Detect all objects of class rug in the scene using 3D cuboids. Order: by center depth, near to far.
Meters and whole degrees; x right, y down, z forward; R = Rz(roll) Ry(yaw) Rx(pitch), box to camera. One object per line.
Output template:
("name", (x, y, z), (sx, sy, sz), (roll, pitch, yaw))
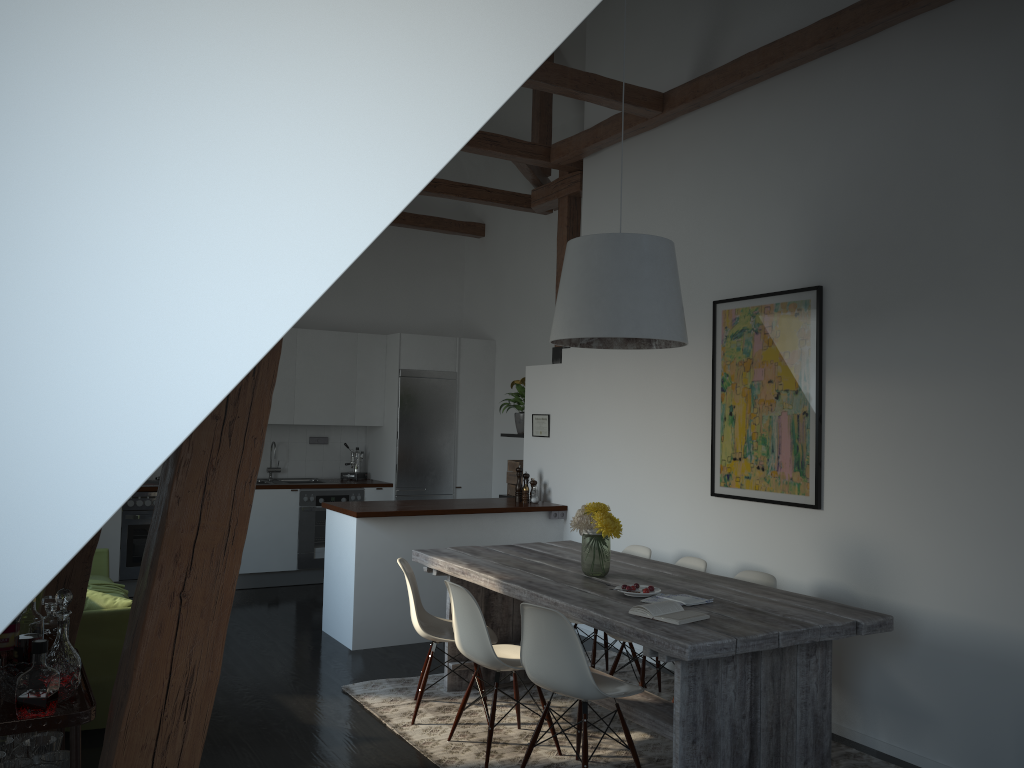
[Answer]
("rug", (0.502, 1.737, 4.392), (1.898, 0.022, 2.677), (3, -3, -30))

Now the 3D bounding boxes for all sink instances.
("sink", (-2.193, 0.807, 8.330), (0.963, 0.519, 0.671), (3, -3, -30))

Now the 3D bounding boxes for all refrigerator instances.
("refrigerator", (-0.845, 0.800, 8.649), (0.609, 1.868, 0.031), (3, -3, -30))

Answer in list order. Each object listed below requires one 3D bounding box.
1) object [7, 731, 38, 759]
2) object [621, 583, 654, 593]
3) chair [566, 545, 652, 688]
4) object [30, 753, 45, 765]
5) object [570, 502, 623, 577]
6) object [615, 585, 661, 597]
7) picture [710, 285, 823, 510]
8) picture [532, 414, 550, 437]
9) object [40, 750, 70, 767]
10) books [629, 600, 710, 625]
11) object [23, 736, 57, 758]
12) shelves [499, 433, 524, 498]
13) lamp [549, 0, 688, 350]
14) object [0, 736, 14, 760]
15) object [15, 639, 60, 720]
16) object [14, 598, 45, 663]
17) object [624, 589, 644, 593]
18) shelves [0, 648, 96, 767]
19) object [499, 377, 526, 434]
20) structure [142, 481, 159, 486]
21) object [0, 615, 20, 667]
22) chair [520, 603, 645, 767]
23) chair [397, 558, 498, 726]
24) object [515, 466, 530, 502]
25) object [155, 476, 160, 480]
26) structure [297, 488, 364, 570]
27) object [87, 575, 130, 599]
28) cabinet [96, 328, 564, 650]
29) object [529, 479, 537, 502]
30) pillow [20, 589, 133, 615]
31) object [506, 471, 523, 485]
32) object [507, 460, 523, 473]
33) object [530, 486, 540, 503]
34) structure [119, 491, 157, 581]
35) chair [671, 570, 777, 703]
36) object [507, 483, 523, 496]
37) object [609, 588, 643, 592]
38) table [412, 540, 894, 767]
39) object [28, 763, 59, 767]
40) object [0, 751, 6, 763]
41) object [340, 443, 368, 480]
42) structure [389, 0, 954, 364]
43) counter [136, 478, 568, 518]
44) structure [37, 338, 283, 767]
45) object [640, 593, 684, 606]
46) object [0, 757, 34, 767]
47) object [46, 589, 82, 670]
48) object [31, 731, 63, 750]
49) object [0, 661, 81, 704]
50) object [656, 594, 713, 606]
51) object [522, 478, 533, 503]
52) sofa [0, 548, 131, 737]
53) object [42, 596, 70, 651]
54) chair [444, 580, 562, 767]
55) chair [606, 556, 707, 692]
("object", (-1.593, 1.167, 2.885), (0.095, 0.119, 0.095), (1, -2, 22))
("object", (0.574, 0.923, 4.006), (0.144, 0.034, 0.132), (0, -3, 32))
("chair", (0.558, 1.382, 5.301), (0.542, 0.801, 0.465), (3, -3, -29))
("object", (-1.405, 1.173, 2.657), (0.092, 0.099, 0.092), (0, -3, 37))
("object", (0.424, 0.776, 4.450), (0.293, 0.365, 0.233), (0, -3, 31))
("object", (0.567, 0.934, 3.991), (0.205, 0.024, 0.205), (3, -3, -38))
("picture", (1.422, 0.078, 5.024), (0.036, 1.181, 0.808), (3, -3, -30))
("picture", (0.231, 0.332, 7.069), (0.023, 0.182, 0.250), (3, -3, -30))
("object", (-1.307, 1.143, 2.541), (0.087, 0.155, 0.087), (0, -3, 32))
("books", (0.630, 0.910, 3.558), (0.202, 0.042, 0.251), (4, -3, -42))
("object", (-1.464, 1.164, 2.747), (0.095, 0.119, 0.095), (1, -2, 22))
("shelves", (0.281, 0.711, 7.617), (0.660, 0.553, 0.408), (3, -3, -30))
("lamp", (0.583, -1.605, 4.567), (0.697, 2.813, 0.757), (1, -2, 20))
("object", (-1.591, 1.160, 2.730), (0.095, 0.119, 0.095), (1, -2, 22))
("object", (-1.292, 0.804, 2.419), (0.087, 0.206, 0.087), (2, -2, -5))
("object", (-1.489, 0.764, 2.737), (0.081, 0.307, 0.081), (3, -3, -25))
("object", (0.554, 0.929, 3.981), (0.110, 0.011, 0.058), (3, -3, -26))
("shelves", (-1.506, 1.255, 2.643), (0.438, 0.732, 0.803), (3, -3, -34))
("object", (0.136, 0.188, 7.653), (0.493, 0.486, 0.506), (2, -2, -11))
("structure", (-3.107, 0.884, 7.708), (0.574, 0.041, 0.504), (3, -3, -30))
("object", (-1.576, 0.750, 2.758), (0.080, 0.329, 0.080), (3, -3, -40))
("chair", (0.282, 1.313, 3.780), (0.542, 0.801, 0.465), (4, -3, -44))
("chair", (-0.346, 1.333, 4.684), (0.542, 0.801, 0.465), (2, -2, -4))
("object", (0.082, 0.780, 6.942), (0.123, 0.283, 0.061), (3, -3, -30))
("object", (-3.057, 0.840, 7.834), (0.232, 0.061, 0.351), (0, -3, 33))
("structure", (-1.788, 1.334, 8.386), (0.612, 0.725, 0.582), (3, -3, -30))
("object", (-2.803, 1.272, 5.581), (0.722, 0.493, 0.711), (3, -3, -35))
("cabinet", (-1.442, 0.639, 7.435), (4.208, 2.369, 3.033), (3, -3, -30))
("object", (0.167, 0.830, 6.925), (0.058, 0.184, 0.058), (3, -3, -34))
("pillow", (-2.108, 1.068, 4.368), (0.600, 0.387, 0.475), (3, -3, -33))
("object", (0.164, 0.806, 7.585), (0.287, 0.101, 0.329), (3, -3, -35))
("object", (0.164, 0.705, 7.599), (0.329, 0.101, 0.287), (2, -2, -20))
("object", (0.177, 0.852, 6.850), (0.069, 0.135, 0.069), (0, -3, 35))
("structure", (-3.121, 1.276, 7.707), (0.583, 0.725, 0.749), (3, -3, -30))
("chair", (1.057, 1.360, 4.424), (0.542, 0.801, 0.465), (3, -3, -34))
("object", (0.162, 0.905, 7.581), (0.329, 0.101, 0.287), (2, -2, -20))
("object", (0.523, 0.921, 3.958), (0.194, 0.022, 0.019), (2, -2, -15))
("table", (0.491, 1.351, 4.417), (1.141, 0.788, 2.421), (3, -3, -30))
("object", (-1.299, 1.139, 2.442), (0.087, 0.155, 0.087), (0, -3, 32))
("object", (-1.550, 1.157, 2.616), (0.095, 0.119, 0.095), (1, -2, 22))
("object", (-1.591, 0.769, 8.846), (0.206, 0.370, 0.353), (1, -2, 16))
("structure", (4.256, -1.978, 2.979), (10.230, 3.562, 15.910), (3, -3, -25))
("counter", (-1.809, 0.900, 7.186), (3.365, 0.038, 3.085), (3, -3, -30))
("structure", (-1.041, 0.630, 1.757), (1.023, 1.963, 12.350), (3, -3, -30))
("object", (0.675, 0.935, 3.844), (0.185, 0.014, 0.182), (0, -3, 34))
("object", (-1.390, 1.138, 2.478), (0.087, 0.155, 0.087), (0, -3, 32))
("object", (-1.373, 0.772, 2.707), (0.114, 0.292, 0.114), (0, -3, 32))
("object", (-1.492, 1.178, 2.842), (0.092, 0.099, 0.092), (0, -3, 37))
("object", (-1.367, 0.865, 2.555), (0.245, 0.092, 0.151), (2, -2, -1))
("object", (0.756, 0.937, 3.873), (0.182, 0.016, 0.179), (3, -3, -35))
("object", (0.113, 0.823, 6.863), (0.058, 0.192, 0.080), (-1, -3, 44))
("sofa", (-2.588, 1.275, 4.972), (0.898, 0.825, 2.093), (3, -3, -31))
("object", (-1.539, 0.817, 2.955), (0.101, 0.211, 0.101), (2, -2, -15))
("chair", (-0.058, 1.321, 4.183), (0.542, 0.801, 0.465), (3, -3, -29))
("chair", (0.796, 1.372, 4.892), (0.542, 0.801, 0.465), (3, -3, -24))
